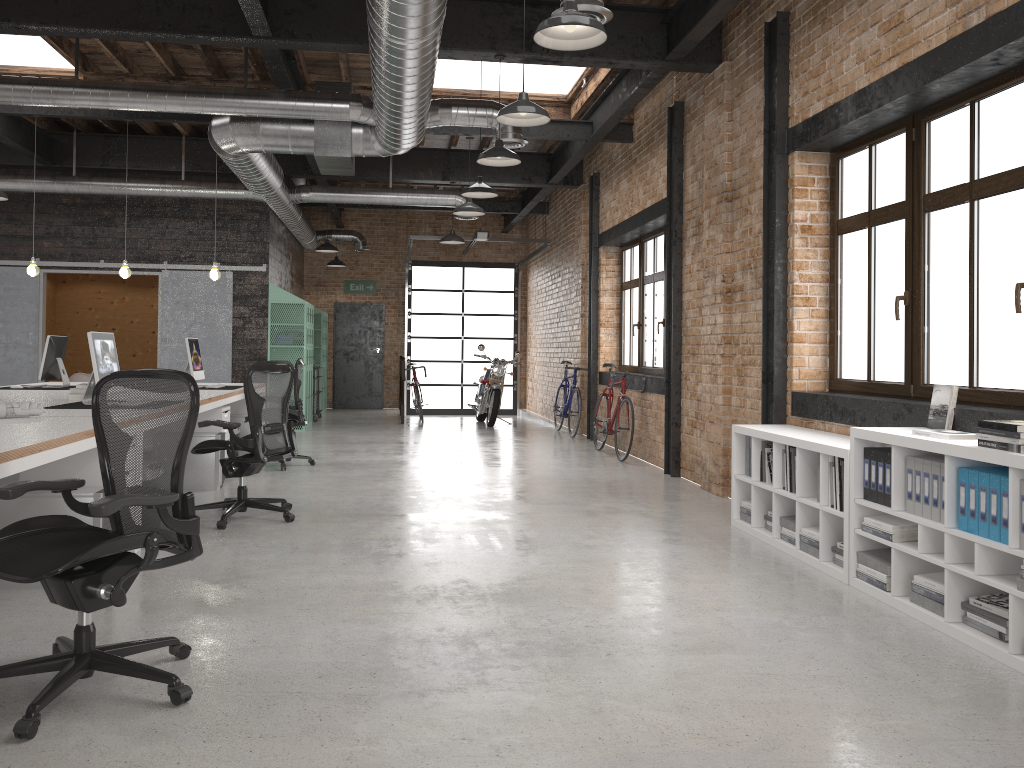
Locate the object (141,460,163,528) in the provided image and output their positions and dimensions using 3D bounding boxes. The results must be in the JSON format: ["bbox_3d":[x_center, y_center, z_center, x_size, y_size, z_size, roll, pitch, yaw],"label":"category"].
[{"bbox_3d":[-2.246,0.709,5.314,0.250,0.466,0.338,1,0,-8],"label":"object"}]

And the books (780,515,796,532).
[{"bbox_3d":[1.753,0.834,5.251,0.217,0.078,0.291,0,2,-8],"label":"books"}]

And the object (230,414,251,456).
[{"bbox_3d":[-2.961,0.557,9.459,0.541,0.455,0.221,1,0,-8],"label":"object"}]

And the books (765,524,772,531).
[{"bbox_3d":[1.729,0.907,5.562,0.184,0.049,0.261,0,2,-7],"label":"books"}]

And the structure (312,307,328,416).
[{"bbox_3d":[-3.647,-0.515,16.057,0.556,2.101,1.117,1,0,-8],"label":"structure"}]

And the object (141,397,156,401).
[{"bbox_3d":[-2.584,0.110,6.301,0.106,0.028,0.059,0,2,-9],"label":"object"}]

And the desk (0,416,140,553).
[{"bbox_3d":[-2.914,0.657,2.338,2.312,0.770,5.112,0,2,-8],"label":"desk"}]

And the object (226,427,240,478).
[{"bbox_3d":[-2.626,0.604,8.078,0.250,0.466,0.338,1,0,-8],"label":"object"}]

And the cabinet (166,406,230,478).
[{"bbox_3d":[-2.715,0.527,7.665,0.460,0.648,0.387,1,0,-8],"label":"cabinet"}]

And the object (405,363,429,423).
[{"bbox_3d":[-1.681,0.149,15.637,0.410,1.033,1.734,1,1,-1],"label":"object"}]

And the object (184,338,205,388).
[{"bbox_3d":[-3.145,-0.211,8.716,0.189,0.485,0.484,1,1,-8],"label":"object"}]

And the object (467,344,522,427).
[{"bbox_3d":[-0.336,0.012,14.920,0.813,1.360,2.177,1,1,-20],"label":"object"}]

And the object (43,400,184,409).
[{"bbox_3d":[-2.661,0.139,5.997,0.687,0.008,0.848,0,2,-8],"label":"object"}]

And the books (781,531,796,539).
[{"bbox_3d":[1.751,0.889,5.236,0.219,0.034,0.260,0,2,-8],"label":"books"}]

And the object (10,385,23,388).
[{"bbox_3d":[-4.476,0.025,8.007,0.106,0.028,0.059,0,2,-7],"label":"object"}]

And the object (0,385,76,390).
[{"bbox_3d":[-4.405,0.034,8.327,0.687,0.008,0.848,0,2,-9],"label":"object"}]

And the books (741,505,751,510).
[{"bbox_3d":[1.667,0.810,5.853,0.219,0.039,0.260,0,2,-8],"label":"books"}]

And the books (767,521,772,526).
[{"bbox_3d":[1.723,0.879,5.548,0.163,0.047,0.239,0,2,-7],"label":"books"}]

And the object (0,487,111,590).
[{"bbox_3d":[-2.259,0.750,4.355,0.541,0.455,0.221,1,0,-8],"label":"object"}]

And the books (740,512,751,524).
[{"bbox_3d":[1.667,0.887,5.867,0.217,0.072,0.289,0,2,-8],"label":"books"}]

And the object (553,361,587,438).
[{"bbox_3d":[0.782,0.192,12.602,0.401,1.040,1.738,1,1,-13],"label":"object"}]

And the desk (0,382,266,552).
[{"bbox_3d":[-3.612,0.464,7.409,2.312,0.770,5.112,0,2,-8],"label":"desk"}]

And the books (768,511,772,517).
[{"bbox_3d":[1.745,0.818,5.539,0.199,0.054,0.240,0,2,-7],"label":"books"}]

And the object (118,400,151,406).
[{"bbox_3d":[-2.547,0.129,5.976,0.118,0.017,0.439,0,2,-8],"label":"object"}]

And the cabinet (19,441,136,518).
[{"bbox_3d":[-2.311,0.638,4.730,0.460,0.648,0.387,1,0,-8],"label":"cabinet"}]

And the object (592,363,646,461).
[{"bbox_3d":[1.133,0.289,10.042,0.401,1.040,1.738,1,1,-13],"label":"object"}]

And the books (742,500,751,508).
[{"bbox_3d":[1.667,0.792,5.849,0.214,0.052,0.252,0,2,-8],"label":"books"}]

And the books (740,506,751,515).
[{"bbox_3d":[1.662,0.836,5.859,0.207,0.067,0.275,0,2,-8],"label":"books"}]

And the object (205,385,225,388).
[{"bbox_3d":[-2.924,0.025,8.717,0.118,0.017,0.439,0,2,-8],"label":"object"}]

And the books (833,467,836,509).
[{"bbox_3d":[1.800,0.563,4.728,0.162,0.240,0.054,1,-1,-3],"label":"books"}]

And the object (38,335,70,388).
[{"bbox_3d":[-4.287,-0.211,8.341,0.189,0.485,0.484,1,1,-8],"label":"object"}]

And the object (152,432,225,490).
[{"bbox_3d":[-2.669,0.637,7.338,0.541,0.455,0.221,1,0,-8],"label":"object"}]

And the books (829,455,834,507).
[{"bbox_3d":[1.845,0.529,4.801,0.259,0.305,0.040,1,-1,-3],"label":"books"}]

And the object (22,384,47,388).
[{"bbox_3d":[-4.514,0.019,8.333,0.118,0.017,0.439,0,2,-8],"label":"object"}]

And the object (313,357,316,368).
[{"bbox_3d":[-3.370,-0.365,14.497,0.309,0.262,0.460,1,1,-7],"label":"object"}]

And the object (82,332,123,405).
[{"bbox_3d":[-2.768,-0.107,5.974,0.189,0.485,0.484,1,1,-8],"label":"object"}]

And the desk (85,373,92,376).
[{"bbox_3d":[-5.879,0.205,14.350,1.999,0.732,0.998,0,1,-7],"label":"desk"}]

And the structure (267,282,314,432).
[{"bbox_3d":[-3.228,-0.399,13.014,0.556,2.101,1.117,1,0,-8],"label":"structure"}]

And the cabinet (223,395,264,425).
[{"bbox_3d":[-3.007,0.447,9.787,0.460,0.648,0.387,1,0,-8],"label":"cabinet"}]

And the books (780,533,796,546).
[{"bbox_3d":[1.746,0.915,5.243,0.207,0.061,0.274,0,2,-8],"label":"books"}]

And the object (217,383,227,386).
[{"bbox_3d":[-2.962,0.006,9.043,0.106,0.028,0.059,0,2,-9],"label":"object"}]

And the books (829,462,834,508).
[{"bbox_3d":[1.804,0.551,4.759,0.182,0.262,0.056,1,-1,-3],"label":"books"}]

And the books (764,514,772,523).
[{"bbox_3d":[1.746,0.850,5.564,0.222,0.055,0.282,0,2,-7],"label":"books"}]

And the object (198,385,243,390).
[{"bbox_3d":[-3.038,0.035,8.738,0.687,0.008,0.848,0,2,-9],"label":"object"}]

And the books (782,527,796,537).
[{"bbox_3d":[1.751,0.871,5.232,0.214,0.046,0.251,0,2,-8],"label":"books"}]
